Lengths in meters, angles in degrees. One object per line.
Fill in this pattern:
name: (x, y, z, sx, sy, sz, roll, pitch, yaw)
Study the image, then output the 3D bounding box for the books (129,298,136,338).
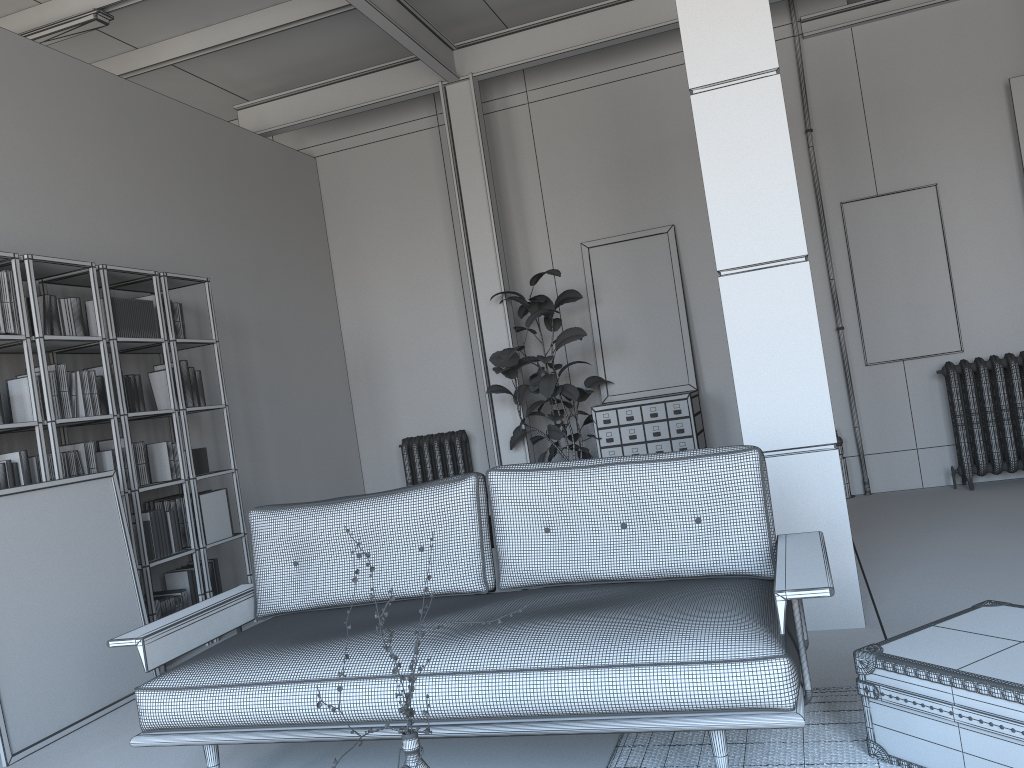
books: (-2.276, -0.366, 5.148, 0.182, 0.240, 0.016, -9, -1, 17)

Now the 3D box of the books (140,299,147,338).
books: (-2.248, -0.369, 5.238, 0.182, 0.240, 0.016, -9, -1, 17)

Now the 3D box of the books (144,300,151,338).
books: (-2.239, -0.370, 5.268, 0.182, 0.240, 0.016, -9, -1, 17)

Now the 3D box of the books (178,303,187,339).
books: (-2.164, -0.382, 5.639, 0.168, 0.243, 0.029, -9, -1, 12)

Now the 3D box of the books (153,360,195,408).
books: (-2.114, 0.015, 5.557, 0.224, 0.304, 0.071, -9, -1, 17)

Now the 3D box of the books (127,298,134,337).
books: (-2.281, -0.366, 5.133, 0.182, 0.240, 0.016, -9, -1, 17)

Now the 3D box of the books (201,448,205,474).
books: (-2.043, 0.506, 5.706, 0.134, 0.177, 0.012, -9, -1, 17)

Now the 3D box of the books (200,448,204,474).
books: (-2.046, 0.506, 5.695, 0.134, 0.177, 0.012, -9, -1, 17)

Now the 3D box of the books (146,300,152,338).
books: (-2.234, -0.371, 5.283, 0.182, 0.240, 0.016, -9, -1, 17)

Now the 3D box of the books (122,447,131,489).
books: (-2.277, 0.494, 5.091, 0.178, 0.244, 0.057, -9, -1, 17)

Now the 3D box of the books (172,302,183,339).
books: (-2.185, -0.381, 5.595, 0.180, 0.248, 0.054, -9, -1, 17)

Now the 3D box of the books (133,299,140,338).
books: (-2.267, -0.367, 5.178, 0.182, 0.240, 0.016, -9, -1, 17)

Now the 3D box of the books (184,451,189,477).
books: (-2.088, 0.510, 5.563, 0.134, 0.177, 0.012, -9, -1, 17)

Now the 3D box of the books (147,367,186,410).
books: (-2.132, 0.039, 5.486, 0.195, 0.268, 0.084, -9, -1, 18)

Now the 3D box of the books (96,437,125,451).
books: (-2.306, 0.467, 5.158, 0.222, 0.303, 0.038, -9, -1, 17)

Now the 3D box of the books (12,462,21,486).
books: (-2.497, 0.516, 4.336, 0.194, 0.241, 0.030, -9, -1, 4)

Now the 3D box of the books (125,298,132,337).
books: (-2.285, -0.365, 5.118, 0.182, 0.240, 0.016, -9, -1, 17)

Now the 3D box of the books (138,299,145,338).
books: (-2.253, -0.369, 5.223, 0.182, 0.240, 0.016, -9, -1, 17)

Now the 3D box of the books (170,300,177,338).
books: (-2.203, -0.384, 5.559, 0.189, 0.258, 0.027, -9, -1, 17)

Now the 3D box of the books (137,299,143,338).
books: (-2.257, -0.368, 5.208, 0.182, 0.240, 0.016, -9, -1, 17)

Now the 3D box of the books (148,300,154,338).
books: (-2.229, -0.371, 5.298, 0.182, 0.240, 0.016, -9, -1, 17)

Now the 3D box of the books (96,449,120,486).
books: (-2.305, 0.498, 5.038, 0.178, 0.244, 0.057, -9, -1, 17)

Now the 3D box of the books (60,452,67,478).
books: (-2.435, 0.501, 4.657, 0.193, 0.265, 0.062, -9, -1, 17)

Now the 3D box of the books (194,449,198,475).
books: (-2.064, 0.508, 5.640, 0.134, 0.177, 0.012, -9, -1, 17)

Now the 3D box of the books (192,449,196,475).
books: (-2.071, 0.508, 5.618, 0.134, 0.177, 0.012, -9, -1, 17)

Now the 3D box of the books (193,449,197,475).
books: (-2.067, 0.508, 5.629, 0.134, 0.177, 0.012, -9, -1, 17)

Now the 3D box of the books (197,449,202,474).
books: (-2.053, 0.507, 5.673, 0.134, 0.177, 0.012, -9, -1, 17)

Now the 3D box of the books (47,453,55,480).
books: (-2.450, 0.502, 4.594, 0.193, 0.265, 0.062, -9, -1, 17)

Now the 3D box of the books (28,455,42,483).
books: (-2.463, 0.503, 4.531, 0.193, 0.265, 0.062, -9, -1, 17)

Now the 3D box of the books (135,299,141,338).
books: (-2.262, -0.368, 5.193, 0.182, 0.240, 0.016, -9, -1, 17)

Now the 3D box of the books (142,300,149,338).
books: (-2.243, -0.370, 5.253, 0.182, 0.240, 0.016, -9, -1, 17)

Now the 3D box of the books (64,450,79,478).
books: (-2.404, 0.497, 4.715, 0.193, 0.265, 0.062, -9, -1, 17)

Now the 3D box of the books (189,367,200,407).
books: (-2.103, 0.036, 5.649, 0.195, 0.266, 0.091, -9, -1, 17)

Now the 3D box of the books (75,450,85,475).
books: (-2.403, 0.499, 4.790, 0.193, 0.267, 0.084, -9, -1, 16)

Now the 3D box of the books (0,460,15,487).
books: (-2.502, 0.507, 4.305, 0.189, 0.258, 0.027, -9, -1, 7)

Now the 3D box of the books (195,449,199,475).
books: (-2.060, 0.507, 5.651, 0.134, 0.177, 0.012, -9, -1, 17)

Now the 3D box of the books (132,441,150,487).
books: (-2.251, 0.481, 5.207, 0.193, 0.265, 0.091, -9, -1, 17)

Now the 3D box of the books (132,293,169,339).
books: (-2.232, -0.398, 5.481, 0.243, 0.299, 0.048, -9, -1, 17)

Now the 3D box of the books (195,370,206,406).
books: (-2.074, 0.044, 5.726, 0.180, 0.244, 0.057, -9, -1, 17)

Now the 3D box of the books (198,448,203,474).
books: (-2.050, 0.506, 5.684, 0.134, 0.177, 0.012, -9, -1, 17)

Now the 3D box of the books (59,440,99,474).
books: (-2.383, 0.475, 4.861, 0.222, 0.303, 0.071, -9, -1, 17)

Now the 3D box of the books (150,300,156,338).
books: (-2.225, -0.372, 5.313, 0.182, 0.240, 0.016, -9, -1, 17)

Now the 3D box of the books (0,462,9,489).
books: (-2.512, 0.513, 4.266, 0.180, 0.248, 0.054, -9, -1, 7)

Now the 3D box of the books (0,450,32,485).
books: (-2.492, 0.490, 4.386, 0.243, 0.299, 0.048, -9, -1, 7)
